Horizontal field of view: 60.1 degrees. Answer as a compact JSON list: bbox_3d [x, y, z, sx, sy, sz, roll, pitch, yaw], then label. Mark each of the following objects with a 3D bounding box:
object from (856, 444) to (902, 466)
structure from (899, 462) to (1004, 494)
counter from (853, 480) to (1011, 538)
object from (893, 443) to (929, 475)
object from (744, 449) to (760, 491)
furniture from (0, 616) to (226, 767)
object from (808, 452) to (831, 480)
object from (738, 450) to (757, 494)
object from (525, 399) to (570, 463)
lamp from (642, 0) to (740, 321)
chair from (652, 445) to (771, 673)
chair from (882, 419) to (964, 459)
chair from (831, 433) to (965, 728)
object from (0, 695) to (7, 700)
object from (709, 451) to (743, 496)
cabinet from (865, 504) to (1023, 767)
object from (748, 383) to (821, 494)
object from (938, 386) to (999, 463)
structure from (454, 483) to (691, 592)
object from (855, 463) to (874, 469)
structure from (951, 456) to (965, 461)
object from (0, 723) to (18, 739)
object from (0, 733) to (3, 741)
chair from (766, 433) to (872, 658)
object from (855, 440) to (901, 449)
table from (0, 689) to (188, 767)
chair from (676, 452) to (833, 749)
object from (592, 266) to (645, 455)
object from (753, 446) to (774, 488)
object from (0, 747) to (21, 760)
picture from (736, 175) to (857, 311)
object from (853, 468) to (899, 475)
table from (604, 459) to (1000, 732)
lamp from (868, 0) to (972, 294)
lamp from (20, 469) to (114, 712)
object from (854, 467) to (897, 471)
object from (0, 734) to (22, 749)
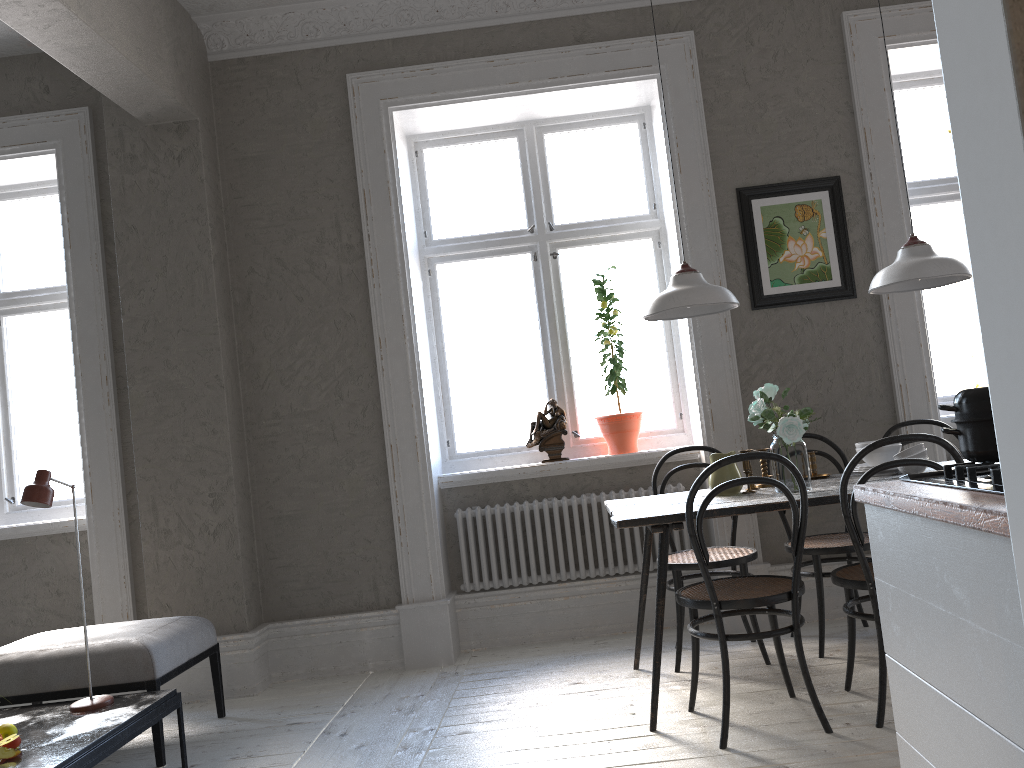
[{"bbox_3d":[1.503,0.301,3.617,0.180,0.094,0.178,-6,-4,-7],"label":"object"},{"bbox_3d":[1.117,0.143,1.665,0.605,0.031,0.497,-7,-4,2],"label":"structure"},{"bbox_3d":[2.481,0.083,2.705,3.386,0.039,3.167,-7,-4,2],"label":"counter"},{"bbox_3d":[1.531,0.291,3.399,0.126,0.119,0.126,-8,-4,18],"label":"object"},{"bbox_3d":[0.964,0.343,3.596,0.061,0.172,0.063,-8,-4,24],"label":"object"},{"bbox_3d":[-1.694,1.232,3.558,0.827,0.475,0.584,-7,-4,2],"label":"furniture"},{"bbox_3d":[1.291,0.348,3.796,0.141,0.112,0.138,-6,-4,-15],"label":"object"},{"bbox_3d":[0.921,0.343,3.473,0.058,0.167,0.060,-8,-4,16],"label":"object"},{"bbox_3d":[0.175,0.246,4.640,0.236,0.329,0.120,-7,-3,3],"label":"object"},{"bbox_3d":[0.594,-1.196,3.519,0.371,1.858,0.387,-9,-4,40],"label":"lamp"},{"bbox_3d":[0.859,0.739,3.926,0.435,0.920,0.553,-7,-4,10],"label":"chair"},{"bbox_3d":[1.892,0.615,3.893,0.433,0.920,0.555,-8,-4,15],"label":"chair"},{"bbox_3d":[1.310,0.625,2.991,0.435,0.920,0.553,-7,-4,10],"label":"chair"},{"bbox_3d":[-1.938,0.949,2.695,0.654,0.420,0.742,-8,-4,20],"label":"object"},{"bbox_3d":[0.842,0.354,3.530,0.138,0.170,0.146,-4,-4,-36],"label":"object"},{"bbox_3d":[2.643,0.447,2.227,4.286,0.854,1.946,-3,-5,-42],"label":"cabinet"},{"bbox_3d":[1.014,0.195,3.294,0.251,0.414,0.312,-7,-3,1],"label":"object"},{"bbox_3d":[0.971,0.075,1.748,0.195,0.147,0.188,-5,-4,-18],"label":"object"},{"bbox_3d":[0.325,0.778,4.509,1.223,0.428,0.149,-7,-3,-1],"label":"structure"},{"bbox_3d":[1.507,0.336,3.614,0.233,0.027,0.241,-8,-4,25],"label":"object"},{"bbox_3d":[2.839,0.480,4.463,1.223,0.428,0.149,-7,-3,-1],"label":"structure"},{"bbox_3d":[-1.577,1.087,2.763,0.061,0.055,0.067,-5,-4,-30],"label":"object"},{"bbox_3d":[-1.581,1.082,2.692,0.059,0.058,0.057,-6,-4,-15],"label":"object"},{"bbox_3d":[1.411,0.673,3.920,0.438,0.920,0.549,-7,-3,0],"label":"chair"},{"bbox_3d":[1.501,0.281,3.618,0.180,0.094,0.178,-6,-4,-7],"label":"object"},{"bbox_3d":[-1.861,1.301,2.786,1.308,0.303,0.850,-7,-4,2],"label":"table"},{"bbox_3d":[0.780,0.688,2.997,0.438,0.920,0.549,-7,-3,0],"label":"chair"},{"bbox_3d":[0.526,-0.127,4.654,0.264,0.991,0.276,-10,-5,41],"label":"object"},{"bbox_3d":[1.040,0.339,3.655,0.097,0.172,0.095,-6,-4,-16],"label":"object"},{"bbox_3d":[-1.465,1.071,2.575,0.060,0.036,0.048,-7,-4,13],"label":"object"},{"bbox_3d":[1.410,-0.700,4.394,0.520,0.619,0.020,-7,-3,1],"label":"picture"},{"bbox_3d":[1.509,0.354,3.613,0.234,0.027,0.241,-8,-4,20],"label":"object"},{"bbox_3d":[1.367,0.741,3.432,1.917,0.734,0.906,-7,-4,1],"label":"table"},{"bbox_3d":[1.481,-1.301,3.502,0.377,1.858,0.382,-7,-3,10],"label":"lamp"},{"bbox_3d":[-1.549,0.710,3.069,0.135,0.839,0.257,-9,-4,38],"label":"lamp"},{"bbox_3d":[1.508,0.345,3.614,0.242,0.027,0.233,-5,-4,-30],"label":"object"},{"bbox_3d":[-1.512,1.081,2.662,0.066,0.039,0.065,-7,-4,8],"label":"object"}]
